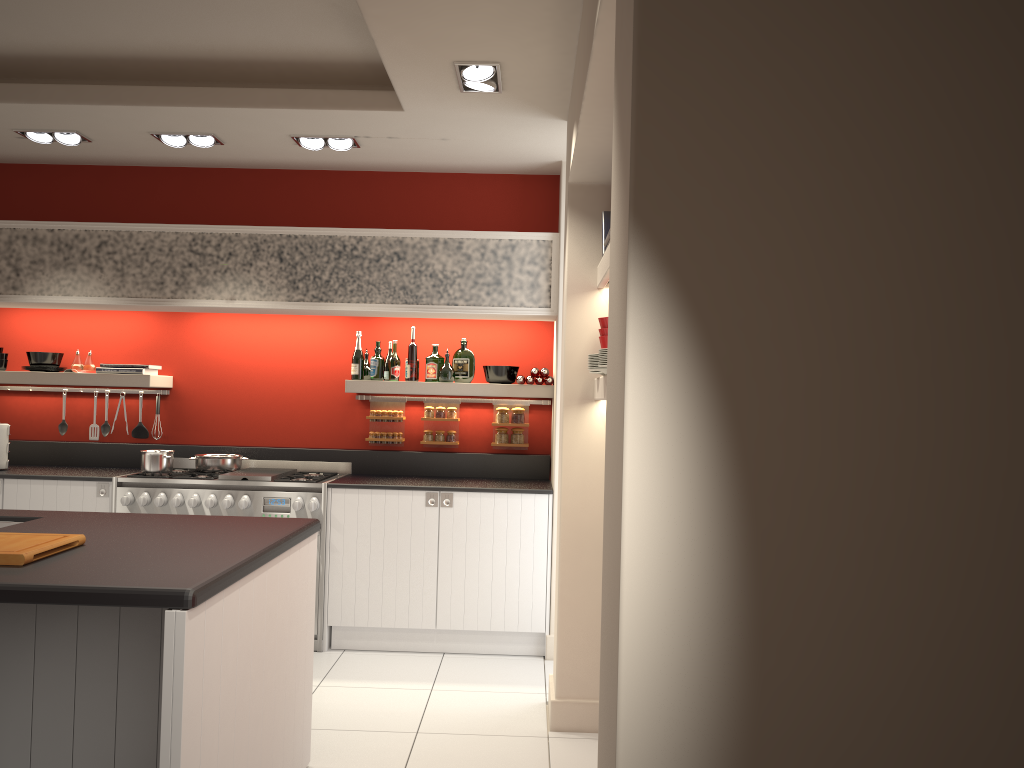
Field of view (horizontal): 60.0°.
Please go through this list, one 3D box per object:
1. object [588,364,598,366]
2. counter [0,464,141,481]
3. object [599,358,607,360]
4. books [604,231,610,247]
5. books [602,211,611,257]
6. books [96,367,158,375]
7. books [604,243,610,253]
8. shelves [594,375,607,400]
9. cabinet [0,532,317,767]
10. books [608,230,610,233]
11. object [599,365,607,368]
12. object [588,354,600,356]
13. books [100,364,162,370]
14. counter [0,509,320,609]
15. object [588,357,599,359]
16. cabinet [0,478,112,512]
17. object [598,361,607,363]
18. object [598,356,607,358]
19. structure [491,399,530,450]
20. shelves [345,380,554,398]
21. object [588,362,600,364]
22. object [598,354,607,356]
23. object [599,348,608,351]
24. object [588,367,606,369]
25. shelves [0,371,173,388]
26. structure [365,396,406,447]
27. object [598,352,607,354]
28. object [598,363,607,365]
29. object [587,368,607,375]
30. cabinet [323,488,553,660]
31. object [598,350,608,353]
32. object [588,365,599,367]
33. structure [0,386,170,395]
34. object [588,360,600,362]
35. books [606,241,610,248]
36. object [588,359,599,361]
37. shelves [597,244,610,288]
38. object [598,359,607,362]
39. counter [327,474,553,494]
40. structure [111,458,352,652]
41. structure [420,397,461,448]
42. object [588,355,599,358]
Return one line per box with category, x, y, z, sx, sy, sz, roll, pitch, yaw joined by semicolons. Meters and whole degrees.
object;0.475;-0.065;3.588;0.339;0.020;0.339;2;-1;0
counter;-3.089;0.567;5.742;1.360;0.026;0.699;2;-1;1
object;0.481;-0.078;3.204;0.339;0.020;0.339;1;-1;4
books;0.511;-0.624;3.829;0.207;0.030;0.258;2;-1;1
books;0.517;-0.678;4.069;0.207;0.246;0.136;2;-1;1
books;-2.609;-0.086;6.016;0.331;0.042;0.207;1;-1;6
books;0.509;-0.575;3.828;0.207;0.030;0.258;2;-1;1
shelves;0.585;0.009;3.001;0.437;0.100;2.394;2;-1;1
cabinet;-1.859;1.078;3.016;2.034;1.011;1.423;2;-1;1
books;0.519;-0.649;3.818;0.207;0.019;0.258;1;-1;2
object;0.480;-0.052;3.203;0.339;0.020;0.339;1;-1;4
object;0.476;-0.104;3.589;0.339;0.020;0.339;2;-1;0
books;-2.591;-0.119;6.038;0.332;0.026;0.207;1;-1;2
counter;-1.838;0.546;3.029;2.054;0.050;1.415;2;-1;1
object;0.476;-0.091;3.588;0.339;0.020;0.339;2;-1;0
cabinet;-3.106;1.077;5.732;1.361;0.993;0.687;2;-1;1
object;0.481;-0.065;3.203;0.339;0.020;0.339;1;-1;4
object;0.481;-0.084;3.204;0.339;0.020;0.339;1;-1;4
structure;-0.009;0.279;6.076;0.256;0.347;0.130;2;-1;1
shelves;-0.403;0.036;5.999;1.379;0.083;0.376;2;-1;1
object;0.475;-0.072;3.588;0.339;0.020;0.339;2;-1;0
object;0.482;-0.091;3.204;0.339;0.020;0.339;1;-1;4
object;0.482;-0.110;3.204;0.339;0.020;0.339;1;-1;4
object;0.475;-0.052;3.587;0.339;0.020;0.339;2;-1;0
shelves;-3.074;-0.034;6.054;1.379;0.083;0.376;2;-1;1
structure;-0.866;0.256;6.093;0.256;0.347;0.130;2;-1;1
object;0.482;-0.097;3.204;0.339;0.020;0.339;1;-1;4
object;0.481;-0.059;3.203;0.339;0.020;0.339;1;-1;4
object;0.475;-0.046;3.587;0.339;0.020;0.339;2;-1;0
cabinet;-0.441;1.147;5.676;1.361;0.993;0.687;2;-1;1
object;0.482;-0.104;3.204;0.339;0.020;0.339;1;-1;4
object;0.475;-0.059;3.588;0.339;0.020;0.339;2;-1;0
structure;-3.065;0.042;6.213;1.355;0.034;0.054;2;-1;1
object;0.475;-0.078;3.588;0.339;0.020;0.339;2;-1;0
books;0.517;-0.599;3.817;0.207;0.019;0.258;1;-1;2
object;0.476;-0.084;3.588;0.339;0.020;0.339;2;-1;0
shelves;0.599;-0.521;3.013;0.437;0.100;2.394;2;-1;1
object;0.481;-0.072;3.204;0.339;0.020;0.339;1;-1;4
counter;-0.429;0.637;5.686;1.360;0.026;0.699;2;-1;1
structure;-1.775;1.054;5.659;1.322;1.085;0.777;2;-1;1
structure;-0.489;0.266;6.086;0.256;0.347;0.130;2;-1;1
object;0.476;-0.097;3.588;0.339;0.020;0.339;2;-1;0
